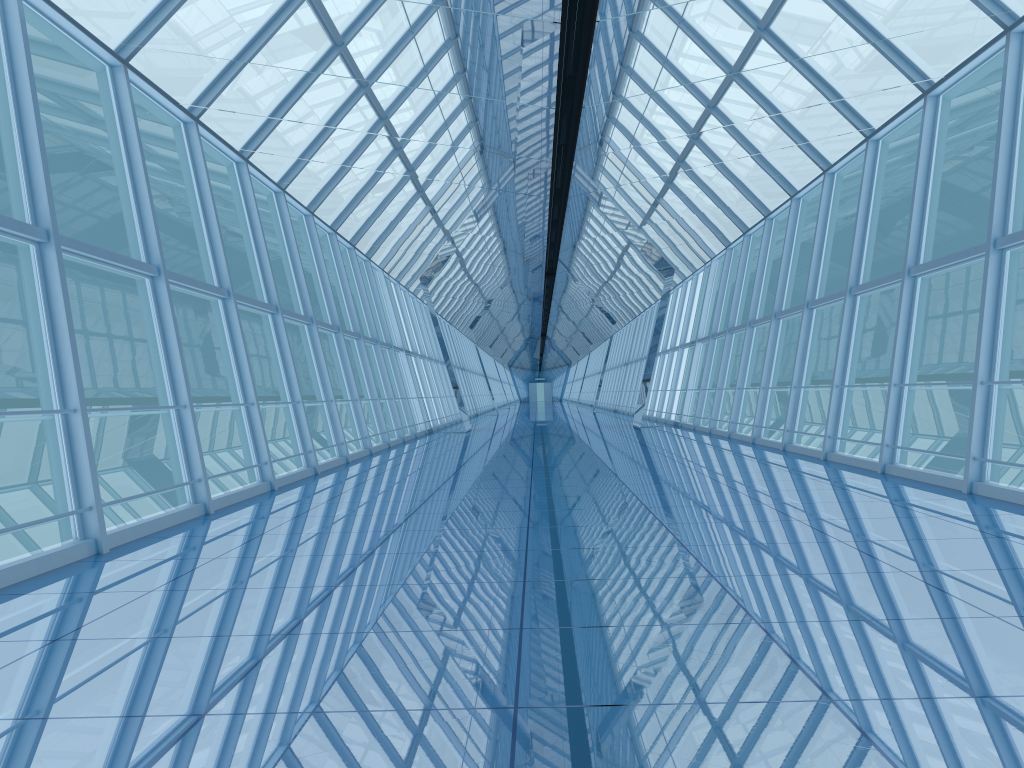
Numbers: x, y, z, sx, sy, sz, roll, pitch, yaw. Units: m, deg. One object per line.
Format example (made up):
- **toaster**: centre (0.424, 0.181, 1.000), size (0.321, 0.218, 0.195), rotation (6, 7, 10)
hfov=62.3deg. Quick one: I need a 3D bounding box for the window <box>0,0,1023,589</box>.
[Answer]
- **window**: centre (1.874, -0.835, 51.120), size (9.923, 4.926, 105.671), rotation (-2, -1, 2)
